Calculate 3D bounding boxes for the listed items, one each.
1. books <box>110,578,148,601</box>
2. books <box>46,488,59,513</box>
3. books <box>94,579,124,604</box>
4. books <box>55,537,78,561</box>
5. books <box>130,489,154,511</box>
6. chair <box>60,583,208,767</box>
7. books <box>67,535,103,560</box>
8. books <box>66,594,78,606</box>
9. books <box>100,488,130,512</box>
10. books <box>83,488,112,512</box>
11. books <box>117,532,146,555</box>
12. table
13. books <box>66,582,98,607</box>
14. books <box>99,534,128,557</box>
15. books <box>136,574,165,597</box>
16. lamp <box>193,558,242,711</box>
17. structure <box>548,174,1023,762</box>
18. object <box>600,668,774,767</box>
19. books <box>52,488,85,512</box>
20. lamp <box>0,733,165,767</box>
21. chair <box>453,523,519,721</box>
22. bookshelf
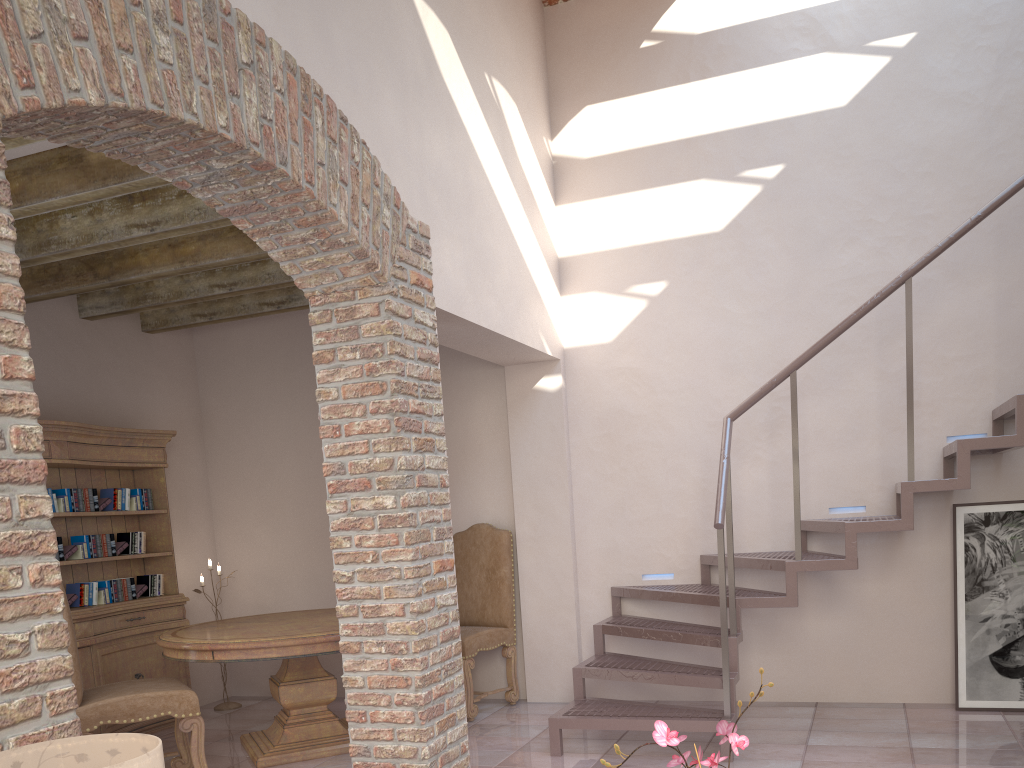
[{"bbox_3d":[-2.518,1.351,5.983,0.122,0.148,0.225,-3,-3,21],"label":"books"},{"bbox_3d":[-2.775,0.693,5.360,0.122,0.149,0.133,-3,0,21],"label":"books"},{"bbox_3d":[-2.594,1.328,5.795,0.135,0.146,0.181,-4,-2,19],"label":"books"},{"bbox_3d":[-2.743,0.990,5.426,0.122,0.147,0.291,-3,-5,21],"label":"books"},{"bbox_3d":[-2.502,0.775,6.055,0.135,0.146,0.181,-4,-2,19],"label":"books"},{"bbox_3d":[-1.925,1.433,4.473,0.641,1.267,0.535,-6,5,-29],"label":"chair"},{"bbox_3d":[-2.659,1.015,5.643,0.135,0.146,0.181,-4,-2,19],"label":"books"},{"bbox_3d":[-2.729,1.288,5.448,0.122,0.148,0.225,-3,-3,21],"label":"books"},{"bbox_3d":[-2.570,0.754,5.878,0.122,0.151,0.162,-3,-1,21],"label":"books"},{"bbox_3d":[-2.638,0.735,5.708,0.122,0.148,0.225,-3,-3,21],"label":"books"},{"bbox_3d":[-2.516,1.056,6.001,0.122,0.151,0.162,-3,-1,21],"label":"books"},{"bbox_3d":[-1.226,1.763,5.316,1.520,0.753,1.518,-3,-5,-4],"label":"table"},{"bbox_3d":[-2.662,1.306,5.618,0.122,0.151,0.162,-3,-1,21],"label":"books"},{"bbox_3d":[-2.584,1.037,5.831,0.122,0.148,0.225,-3,-3,21],"label":"books"},{"bbox_3d":[-2.451,1.369,6.153,0.122,0.151,0.162,-3,-1,21],"label":"books"},{"bbox_3d":[-2.101,1.818,6.640,0.337,1.151,0.229,-8,8,-36],"label":"lamp"},{"bbox_3d":[1.056,-0.123,1.914,3.770,3.247,7.187,-4,-5,21],"label":"structure"},{"bbox_3d":[0.389,0.881,1.842,0.368,0.608,0.293,-3,4,15],"label":"object"},{"bbox_3d":[-2.713,0.712,5.520,0.135,0.146,0.181,-4,-2,19],"label":"books"},{"bbox_3d":[-0.919,1.212,1.963,0.409,0.865,0.380,-2,5,20],"label":"lamp"},{"bbox_3d":[-0.337,1.548,5.997,0.539,1.267,0.636,0,5,36],"label":"chair"},{"bbox_3d":[-2.718,1.251,5.422,0.486,2.024,2.013,-1,0,21],"label":"bookshelf"}]
